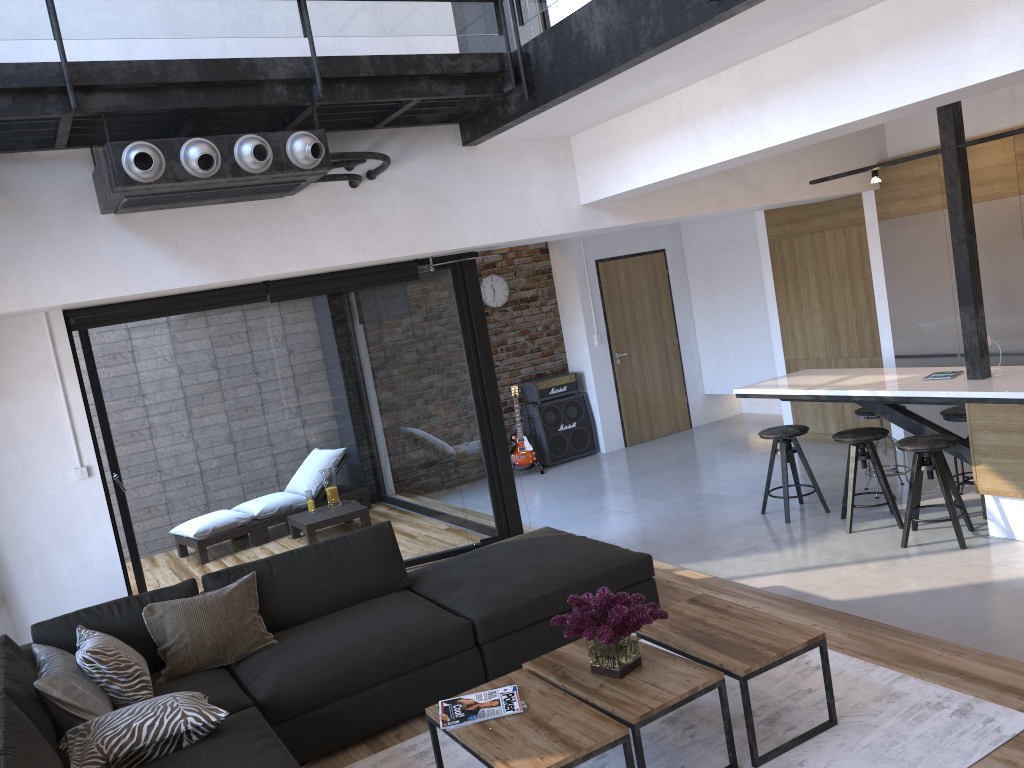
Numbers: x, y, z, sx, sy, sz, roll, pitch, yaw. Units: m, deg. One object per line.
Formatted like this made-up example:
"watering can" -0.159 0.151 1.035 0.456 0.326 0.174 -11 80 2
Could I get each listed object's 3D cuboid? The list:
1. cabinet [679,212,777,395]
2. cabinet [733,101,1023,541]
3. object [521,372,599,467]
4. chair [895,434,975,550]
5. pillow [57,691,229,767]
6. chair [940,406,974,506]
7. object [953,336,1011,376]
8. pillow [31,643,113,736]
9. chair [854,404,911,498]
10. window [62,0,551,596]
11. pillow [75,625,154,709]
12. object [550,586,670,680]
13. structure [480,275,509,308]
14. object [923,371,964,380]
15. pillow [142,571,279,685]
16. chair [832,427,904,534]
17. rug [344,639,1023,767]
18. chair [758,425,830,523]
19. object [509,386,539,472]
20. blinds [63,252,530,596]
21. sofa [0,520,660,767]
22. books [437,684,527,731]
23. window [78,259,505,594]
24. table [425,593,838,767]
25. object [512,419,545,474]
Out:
"cabinet" 2.554 -0.918 9.728 0.020 2.120 1.709 -14 7 -29
"cabinet" 4.283 -0.692 4.355 2.470 2.876 9.114 -13 7 -29
"object" 0.519 0.376 9.873 0.695 0.938 0.358 -13 7 -29
"chair" 2.562 0.644 5.407 0.367 0.631 0.366 -5 8 36
"pillow" -1.300 1.233 3.127 0.530 0.178 0.356 -13 7 -31
"chair" 3.132 0.478 6.010 0.357 0.637 0.356 -5 8 39
"object" 3.016 -0.198 5.706 0.214 0.247 0.417 -11 6 -8
"pillow" -1.717 1.186 3.465 0.234 0.294 0.611 -13 7 -28
"chair" 2.763 0.485 6.570 0.358 0.637 0.355 -8 7 16
"window" -0.185 -1.054 2.026 5.655 5.576 13.395 -13 7 -29
"pillow" -1.619 1.132 3.594 0.250 0.315 0.531 -13 7 -25
"object" 0.343 0.843 3.134 0.374 0.343 0.341 -13 7 -28
"structure" -0.196 -1.010 9.656 0.359 0.361 0.040 -13 7 -29
"object" 2.827 -0.055 5.810 0.188 0.013 0.240 -4 8 46
"pillow" -1.341 1.080 3.921 0.546 0.309 0.273 -13 7 -29
"chair" 2.362 0.627 5.917 0.366 0.631 0.364 -8 7 16
"rug" 0.488 1.342 3.211 2.110 0.003 1.636 -13 7 -29
"chair" 2.013 0.634 6.439 0.366 0.631 0.366 -12 7 -14
"object" 0.088 0.475 9.589 0.330 0.875 0.523 -9 6 5
"blinds" -0.937 0.214 6.489 1.830 2.055 3.852 -8 6 15
"sofa" -0.316 1.126 3.224 2.994 0.701 3.043 -13 7 -29
"books" -0.107 1.100 3.031 0.295 0.013 0.228 -11 6 -8
"window" -1.387 0.366 5.926 2.447 2.054 0.100 -11 7 -12
"table" 0.429 1.178 3.168 1.296 0.351 0.697 -13 7 -29
"object" 0.109 0.675 9.488 0.389 0.589 0.330 -9 6 5
